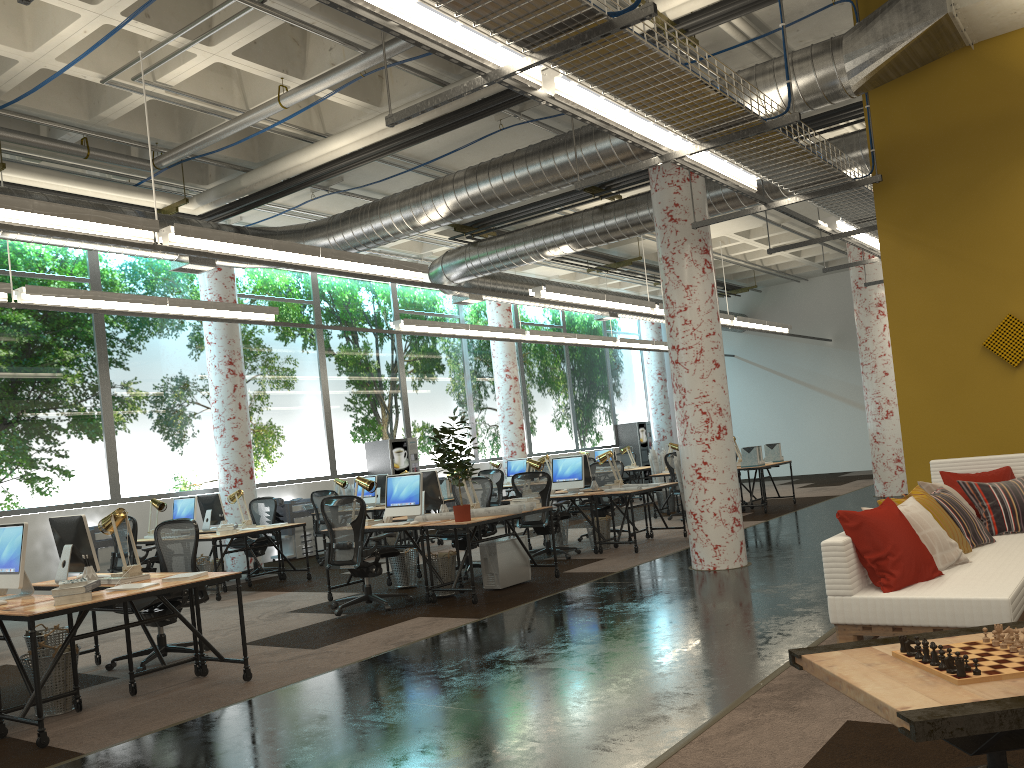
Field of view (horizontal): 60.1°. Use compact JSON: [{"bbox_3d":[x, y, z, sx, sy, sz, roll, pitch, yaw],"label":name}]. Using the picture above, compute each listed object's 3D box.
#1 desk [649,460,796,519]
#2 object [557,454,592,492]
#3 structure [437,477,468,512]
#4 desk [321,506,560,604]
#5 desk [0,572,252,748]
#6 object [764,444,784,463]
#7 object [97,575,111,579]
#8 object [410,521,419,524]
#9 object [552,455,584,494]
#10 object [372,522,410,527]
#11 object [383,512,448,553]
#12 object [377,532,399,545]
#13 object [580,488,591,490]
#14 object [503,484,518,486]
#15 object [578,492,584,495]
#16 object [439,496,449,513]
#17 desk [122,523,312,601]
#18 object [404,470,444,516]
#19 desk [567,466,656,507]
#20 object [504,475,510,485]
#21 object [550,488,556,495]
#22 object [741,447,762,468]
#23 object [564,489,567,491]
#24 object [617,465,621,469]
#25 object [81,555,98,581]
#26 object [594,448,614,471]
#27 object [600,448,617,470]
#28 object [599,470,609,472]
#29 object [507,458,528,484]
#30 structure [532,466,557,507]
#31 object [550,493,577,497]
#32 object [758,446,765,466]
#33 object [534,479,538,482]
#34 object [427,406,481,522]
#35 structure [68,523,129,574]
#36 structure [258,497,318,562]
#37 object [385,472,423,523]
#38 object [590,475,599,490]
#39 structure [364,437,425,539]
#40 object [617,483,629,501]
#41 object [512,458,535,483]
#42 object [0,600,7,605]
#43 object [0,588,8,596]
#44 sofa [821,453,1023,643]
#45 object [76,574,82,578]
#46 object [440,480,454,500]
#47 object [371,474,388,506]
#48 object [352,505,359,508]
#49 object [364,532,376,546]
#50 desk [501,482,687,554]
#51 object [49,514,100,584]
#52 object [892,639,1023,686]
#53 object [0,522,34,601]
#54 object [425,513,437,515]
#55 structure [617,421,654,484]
[{"bbox_3d":[3.495,1.753,14.696,1.947,0.723,1.399,-9,-5,36],"label":"desk"},{"bbox_3d":[0.839,1.212,12.004,0.485,0.484,0.189,-8,-3,36],"label":"object"},{"bbox_3d":[-1.184,2.306,17.543,0.505,1.056,1.056,-7,-3,36],"label":"structure"},{"bbox_3d":[-0.730,1.724,8.980,1.947,0.723,1.399,-9,-5,36],"label":"desk"},{"bbox_3d":[-2.942,1.736,5.906,1.947,0.723,1.399,-9,-5,36],"label":"desk"},{"bbox_3d":[4.330,1.149,14.683,0.281,0.302,0.150,-8,-3,36],"label":"object"},{"bbox_3d":[-2.995,1.417,6.523,0.440,0.017,0.118,-9,-6,36],"label":"object"},{"bbox_3d":[-0.931,1.327,8.488,0.060,0.029,0.106,-9,-5,37],"label":"object"},{"bbox_3d":[0.737,1.177,11.423,0.485,0.484,0.189,-8,-3,36],"label":"object"},{"bbox_3d":[-1.189,1.376,8.687,0.440,0.017,0.118,-9,-6,36],"label":"object"},{"bbox_3d":[-0.929,1.634,8.899,0.851,0.932,0.104,-8,-2,31],"label":"object"},{"bbox_3d":[-1.869,2.364,13.426,0.360,0.434,0.353,-8,-3,32],"label":"object"},{"bbox_3d":[1.015,1.441,12.162,0.440,0.017,0.118,-9,-6,36],"label":"object"},{"bbox_3d":[-0.009,1.903,16.650,0.440,0.017,0.118,-9,-6,36],"label":"object"},{"bbox_3d":[0.867,1.362,11.053,0.060,0.029,0.106,-9,-5,37],"label":"object"},{"bbox_3d":[-0.709,1.270,9.187,0.101,0.209,0.102,-6,-2,-9],"label":"object"},{"bbox_3d":[-3.747,2.239,11.210,1.947,0.723,1.399,-9,-5,36],"label":"desk"},{"bbox_3d":[-0.959,1.177,9.438,0.485,0.484,0.189,-8,-3,36],"label":"object"},{"bbox_3d":[2.366,2.256,19.562,1.947,0.723,1.399,-9,-5,36],"label":"desk"},{"bbox_3d":[-0.102,1.850,17.065,0.101,0.209,0.102,-6,-2,-9],"label":"object"},{"bbox_3d":[0.516,1.359,11.667,0.101,0.209,0.102,-6,-2,-9],"label":"object"},{"bbox_3d":[3.733,1.147,13.868,0.281,0.302,0.150,-8,-3,36],"label":"object"},{"bbox_3d":[0.756,1.477,12.362,0.060,0.029,0.106,-9,-5,37],"label":"object"},{"bbox_3d":[2.387,1.802,19.768,0.101,0.209,0.102,-6,-2,-9],"label":"object"},{"bbox_3d":[-2.922,1.281,6.113,0.101,0.209,0.102,-6,-2,-9],"label":"object"},{"bbox_3d":[2.035,1.674,19.439,0.485,0.484,0.189,-8,-3,36],"label":"object"},{"bbox_3d":[2.138,1.709,20.020,0.485,0.484,0.189,-8,-3,36],"label":"object"},{"bbox_3d":[1.908,1.908,19.269,0.440,0.017,0.118,-9,-6,36],"label":"object"},{"bbox_3d":[0.118,1.669,16.820,0.485,0.484,0.189,-8,-3,36],"label":"object"},{"bbox_3d":[0.733,2.311,20.162,0.505,1.056,1.056,-7,-3,36],"label":"structure"},{"bbox_3d":[0.609,1.412,11.253,0.440,0.017,0.118,-9,-6,36],"label":"object"},{"bbox_3d":[3.820,1.148,13.987,0.281,0.302,0.150,-8,-3,36],"label":"object"},{"bbox_3d":[0.470,1.797,17.149,0.101,0.209,0.102,-6,-2,-9],"label":"object"},{"bbox_3d":[-0.532,0.735,8.172,0.515,1.076,0.438,-7,-2,27],"label":"object"},{"bbox_3d":[-5.445,2.294,11.717,0.505,1.056,1.056,-7,-3,36],"label":"structure"},{"bbox_3d":[-3.536,2.299,14.329,0.505,1.056,1.056,-7,-3,36],"label":"structure"},{"bbox_3d":[-1.061,1.142,8.857,0.485,0.484,0.189,-8,-3,36],"label":"object"},{"bbox_3d":[1.088,1.305,11.752,0.101,0.209,0.102,-6,-2,-9],"label":"object"},{"bbox_3d":[-2.133,1.930,16.307,0.640,1.808,0.749,-7,-2,36],"label":"structure"},{"bbox_3d":[2.400,2.376,19.259,0.360,0.434,0.353,-8,-3,32],"label":"object"},{"bbox_3d":[0.221,1.704,17.401,0.485,0.484,0.189,-8,-3,36],"label":"object"},{"bbox_3d":[-3.143,1.338,5.414,0.060,0.029,0.106,-9,-5,37],"label":"object"},{"bbox_3d":[-3.494,1.335,6.028,0.101,0.209,0.102,-6,-2,-9],"label":"object"},{"bbox_3d":[3.206,0.902,4.968,2.025,0.929,2.852,-9,-5,36],"label":"sofa"},{"bbox_3d":[-3.254,1.453,6.723,0.060,0.029,0.106,-9,-5,37],"label":"object"},{"bbox_3d":[-1.069,1.640,13.717,0.281,0.302,0.150,-8,-3,36],"label":"object"},{"bbox_3d":[-2.132,1.697,14.187,0.485,0.484,0.189,-8,-3,36],"label":"object"},{"bbox_3d":[-2.455,1.844,13.851,0.101,0.209,0.102,-6,-2,-9],"label":"object"},{"bbox_3d":[-2.342,2.485,14.330,0.352,0.434,0.370,-5,-3,-18],"label":"object"},{"bbox_3d":[1.067,1.760,11.545,1.947,0.723,1.399,-9,-5,36],"label":"desk"},{"bbox_3d":[-3.171,1.188,6.365,0.485,0.484,0.189,-8,-3,36],"label":"object"},{"bbox_3d":[1.032,0.606,1.944,0.273,0.012,0.274,-6,-4,-4],"label":"object"},{"bbox_3d":[-3.273,1.153,5.784,0.485,0.484,0.189,-8,-3,36],"label":"object"},{"bbox_3d":[-0.782,1.405,9.596,0.440,0.017,0.118,-9,-6,36],"label":"object"},{"bbox_3d":[3.376,1.945,23.834,0.640,1.808,0.749,-7,-2,36],"label":"structure"}]
